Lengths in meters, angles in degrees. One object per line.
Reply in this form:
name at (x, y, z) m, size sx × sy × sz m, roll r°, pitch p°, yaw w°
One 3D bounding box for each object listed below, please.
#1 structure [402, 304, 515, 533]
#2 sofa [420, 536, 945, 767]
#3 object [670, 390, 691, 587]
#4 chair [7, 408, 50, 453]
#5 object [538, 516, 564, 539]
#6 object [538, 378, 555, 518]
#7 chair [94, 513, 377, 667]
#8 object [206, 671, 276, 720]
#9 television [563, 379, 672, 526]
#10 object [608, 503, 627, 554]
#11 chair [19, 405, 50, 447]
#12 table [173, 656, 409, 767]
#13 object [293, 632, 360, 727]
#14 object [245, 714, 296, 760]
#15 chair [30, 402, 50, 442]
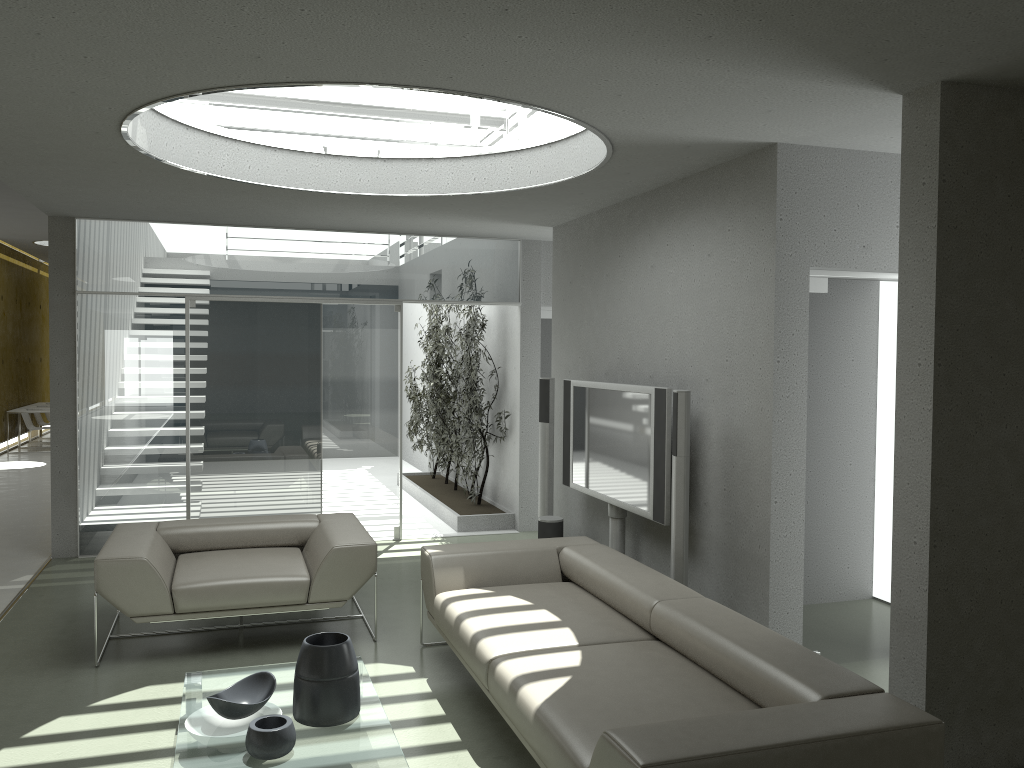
structure at (-0.754, 0.016, 9.736) m, size 0.646 × 2.589 × 3.371 m, roll 0°, pitch 2°, yaw -18°
sofa at (0.382, 1.235, 3.824) m, size 1.037 × 0.585 × 2.791 m, roll 0°, pitch 2°, yaw -18°
object at (0.890, 0.767, 4.693) m, size 0.310 × 1.469 × 0.310 m, roll -1°, pitch 3°, yaw -41°
chair at (-7.794, 0.751, 14.553) m, size 0.710 × 0.667 × 0.800 m, roll 0°, pitch 2°, yaw -18°
object at (0.276, 1.205, 6.456) m, size 0.175 × 0.461 × 0.185 m, roll 0°, pitch 2°, yaw -23°
object at (0.269, 0.686, 6.843) m, size 0.310 × 1.469 × 0.310 m, roll 1°, pitch 2°, yaw 9°
chair at (-1.621, 1.169, 5.306) m, size 1.481 × 0.583 × 1.039 m, roll 0°, pitch 2°, yaw -18°
object at (-1.082, 1.265, 3.554) m, size 0.223 × 0.125 × 0.317 m, roll 1°, pitch 2°, yaw 19°
television at (0.678, 0.383, 5.757) m, size 0.127 × 0.781 × 1.603 m, roll 0°, pitch 2°, yaw -18°
object at (0.620, 1.118, 5.766) m, size 0.323 × 0.689 × 0.882 m, roll 0°, pitch 2°, yaw -18°
chair at (-8.056, 0.720, 15.367) m, size 0.710 × 0.667 × 0.800 m, roll 0°, pitch 2°, yaw -18°
table at (-0.876, 1.433, 3.432) m, size 0.790 × 0.200 × 1.500 m, roll 0°, pitch 2°, yaw -18°
object at (-0.742, 1.174, 3.554) m, size 0.265 × 0.309 × 0.265 m, roll -1°, pitch 2°, yaw -35°
object at (-0.875, 1.284, 3.217) m, size 0.177 × 0.113 × 0.177 m, roll -1°, pitch 3°, yaw -37°
chair at (-8.318, 0.689, 16.182) m, size 0.710 × 0.667 × 0.800 m, roll 0°, pitch 2°, yaw -18°
